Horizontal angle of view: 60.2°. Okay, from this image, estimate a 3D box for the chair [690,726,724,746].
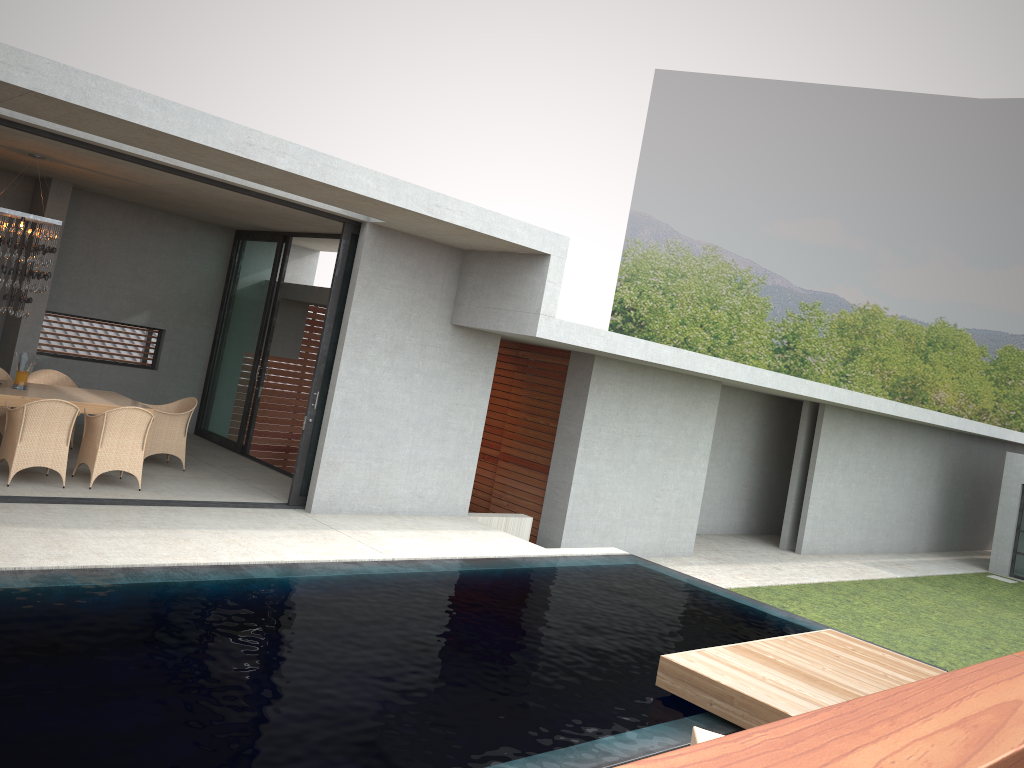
[{"bbox_3d":[1.231,1.792,3.585,0.701,0.830,2.287,10,1,5],"label":"chair"}]

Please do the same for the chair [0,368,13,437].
[{"bbox_3d":[-6.127,0.202,10.209,0.612,0.867,0.634,12,-2,-43],"label":"chair"}]

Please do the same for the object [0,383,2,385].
[{"bbox_3d":[-5.506,-0.007,9.235,0.311,0.034,0.308,11,1,15],"label":"object"}]

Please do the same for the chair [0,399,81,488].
[{"bbox_3d":[-4.623,0.523,8.626,0.612,0.867,0.634,12,-2,-43],"label":"chair"}]

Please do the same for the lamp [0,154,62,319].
[{"bbox_3d":[-5.267,-1.589,9.453,0.613,1.763,0.621,13,-4,-43],"label":"lamp"}]

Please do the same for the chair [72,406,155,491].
[{"bbox_3d":[-4.097,0.609,9.130,0.612,0.867,0.634,12,-2,-43],"label":"chair"}]

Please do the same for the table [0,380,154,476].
[{"bbox_3d":[-5.637,0.374,9.160,3.229,0.760,1.288,9,1,-43],"label":"table"}]

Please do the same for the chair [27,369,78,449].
[{"bbox_3d":[-5.601,0.288,10.713,0.612,0.867,0.634,12,-2,-43],"label":"chair"}]

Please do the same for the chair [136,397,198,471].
[{"bbox_3d":[-4.191,0.554,10.605,0.624,0.867,0.621,12,-2,-43],"label":"chair"}]

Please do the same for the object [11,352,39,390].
[{"bbox_3d":[-5.222,-0.139,9.436,0.194,0.388,0.191,9,-3,28],"label":"object"}]
